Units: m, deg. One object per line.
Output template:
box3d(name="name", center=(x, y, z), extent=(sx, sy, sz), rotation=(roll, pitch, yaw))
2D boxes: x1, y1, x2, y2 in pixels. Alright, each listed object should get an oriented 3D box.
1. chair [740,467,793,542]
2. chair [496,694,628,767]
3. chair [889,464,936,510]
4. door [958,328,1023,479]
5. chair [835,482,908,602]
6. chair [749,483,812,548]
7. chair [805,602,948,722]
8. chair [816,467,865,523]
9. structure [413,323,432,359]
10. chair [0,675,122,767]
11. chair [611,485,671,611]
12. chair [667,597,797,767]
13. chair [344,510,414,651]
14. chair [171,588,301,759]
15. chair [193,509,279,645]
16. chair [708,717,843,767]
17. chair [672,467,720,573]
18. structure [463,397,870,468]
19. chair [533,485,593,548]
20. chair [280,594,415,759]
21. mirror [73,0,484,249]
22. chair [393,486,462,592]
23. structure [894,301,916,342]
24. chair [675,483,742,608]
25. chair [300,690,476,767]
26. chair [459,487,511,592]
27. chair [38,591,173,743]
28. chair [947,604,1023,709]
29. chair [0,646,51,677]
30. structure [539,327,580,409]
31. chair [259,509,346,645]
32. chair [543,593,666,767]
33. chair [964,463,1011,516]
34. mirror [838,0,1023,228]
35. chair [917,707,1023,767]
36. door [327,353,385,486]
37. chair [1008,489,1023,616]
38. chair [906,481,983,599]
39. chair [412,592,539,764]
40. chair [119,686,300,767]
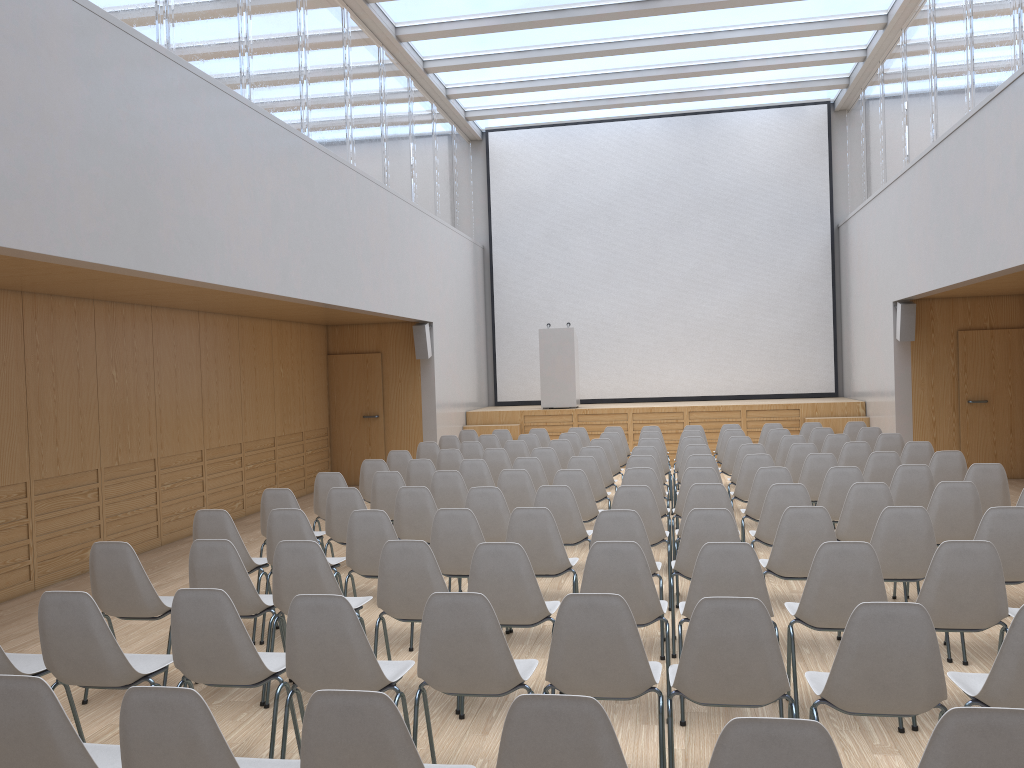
box3d(name="chair", center=(2.094, 1.078, 7.165), extent=(0.479, 0.876, 0.505), rotation=(-2, 1, 10))
box3d(name="chair", center=(0.171, 1.217, 2.496), extent=(0.479, 0.876, 0.505), rotation=(-2, 1, 10))
box3d(name="chair", center=(3.122, 1.046, 7.016), extent=(0.479, 0.876, 0.505), rotation=(-2, 1, 10))
box3d(name="door", center=(6.528, 0.278, 11.972), extent=(0.873, 2.024, 0.108), rotation=(-2, 1, 10))
box3d(name="chair", center=(2.428, 1.083, 6.128), extent=(0.479, 0.876, 0.505), rotation=(-2, 1, 10))
box3d(name="chair", center=(1.909, 1.099, 6.203), extent=(0.479, 0.876, 0.505), rotation=(-2, 1, 10))
box3d(name="chair", center=(1.334, 1.166, 3.239), extent=(0.479, 0.876, 0.505), rotation=(-2, 1, 10))
box3d(name="chair", center=(2.599, 1.063, 7.030), extent=(0.479, 0.876, 0.505), rotation=(-2, 1, 10))
box3d(name="structure", center=(-1.335, -0.643, 13.270), extent=(0.196, 0.542, 0.368), rotation=(-2, 1, 10))
box3d(name="chair", center=(-1.372, 1.264, 2.790), extent=(0.479, 0.876, 0.505), rotation=(-2, 1, 10))
box3d(name="chair", center=(0.897, 1.131, 6.369), extent=(0.479, 0.876, 0.505), rotation=(-2, 1, 10))
box3d(name="chair", center=(0.828, 1.181, 3.373), extent=(0.479, 0.876, 0.505), rotation=(-2, 1, 10))
box3d(name="chair", center=(-0.817, 1.200, 5.668), extent=(0.479, 0.876, 0.505), rotation=(-2, 1, 10))
box3d(name="chair", center=(-1.176, 1.242, 3.771), extent=(0.479, 0.876, 0.505), rotation=(-2, 1, 10))
box3d(name="chair", center=(-1.854, 1.231, 5.900), extent=(0.479, 0.876, 0.505), rotation=(-2, 1, 10))
box3d(name="chair", center=(0.668, 1.203, 2.303), extent=(0.479, 0.876, 0.505), rotation=(-2, 1, 10))
box3d(name="chair", center=(1.555, 1.094, 7.305), extent=(0.479, 0.876, 0.505), rotation=(-2, 1, 10))
box3d(name="structure", center=(2.549, 0.879, 15.324), extent=(6.552, 1.027, 2.728), rotation=(-2, 1, 10))
box3d(name="chair", center=(0.356, 1.147, 6.509), extent=(0.479, 0.876, 0.505), rotation=(-2, 1, 10))
box3d(name="chair", center=(-0.668, 1.228, 3.607), extent=(0.479, 0.876, 0.505), rotation=(-2, 1, 10))
box3d(name="mirror", center=(-2.315, -3.468, 8.430), extent=(0.253, 2.090, 17.826), rotation=(-2, 1, 10))
box3d(name="chair", center=(-0.659, 1.178, 6.715), extent=(0.479, 0.876, 0.505), rotation=(-2, 1, 10))
box3d(name="structure", center=(5.343, -0.849, 12.039), extent=(0.196, 0.542, 0.368), rotation=(-2, 1, 10))
box3d(name="chair", center=(1.403, 1.114, 6.345), extent=(0.479, 0.876, 0.505), rotation=(-2, 1, 10))
box3d(name="chair", center=(-0.364, 1.234, 2.576), extent=(0.479, 0.876, 0.505), rotation=(-2, 1, 10))
box3d(name="chair", center=(-0.136, 1.163, 6.559), extent=(0.479, 0.876, 0.505), rotation=(-2, 1, 10))
box3d(name="chair", center=(-1.728, 1.260, 3.803), extent=(0.479, 0.876, 0.505), rotation=(-2, 1, 10))
box3d(name="chair", center=(1.863, 1.149, 3.182), extent=(0.479, 0.876, 0.505), rotation=(-2, 1, 10))
box3d(name="chair", center=(-2.238, 1.277, 3.855), extent=(0.479, 0.876, 0.505), rotation=(-2, 1, 10))
box3d(name="structure", center=(0.828, -0.268, 15.387), extent=(0.605, 1.379, 0.605), rotation=(-2, 1, 10))
box3d(name="chair", center=(-1.357, 1.216, 5.827), extent=(0.479, 0.876, 0.505), rotation=(-2, 1, 10))
box3d(name="chair", center=(0.357, 1.195, 3.488), extent=(0.479, 0.876, 0.505), rotation=(-2, 1, 10))
box3d(name="chair", center=(3.643, 1.029, 6.949), extent=(0.479, 0.876, 0.505), rotation=(-2, 1, 10))
box3d(name="mirror", center=(4.361, -3.674, 7.200), extent=(0.253, 2.090, 17.826), rotation=(-2, 1, 10))
box3d(name="chair", center=(1.185, 1.185, 2.319), extent=(0.479, 0.876, 0.505), rotation=(-2, 1, 10))
box3d(name="door", center=(-2.404, 0.553, 13.618), extent=(0.873, 2.024, 0.108), rotation=(-2, 1, 10))
box3d(name="chair", center=(3.454, 1.052, 5.897), extent=(0.479, 0.876, 0.505), rotation=(-2, 1, 10))
box3d(name="chair", center=(2.961, 1.066, 6.048), extent=(0.479, 0.876, 0.505), rotation=(-2, 1, 10))
box3d(name="chair", center=(-0.145, 1.210, 3.571), extent=(0.479, 0.876, 0.505), rotation=(-2, 1, 10))
box3d(name="chair", center=(-0.888, 1.250, 2.653), extent=(0.479, 0.876, 0.505), rotation=(-2, 1, 10))
